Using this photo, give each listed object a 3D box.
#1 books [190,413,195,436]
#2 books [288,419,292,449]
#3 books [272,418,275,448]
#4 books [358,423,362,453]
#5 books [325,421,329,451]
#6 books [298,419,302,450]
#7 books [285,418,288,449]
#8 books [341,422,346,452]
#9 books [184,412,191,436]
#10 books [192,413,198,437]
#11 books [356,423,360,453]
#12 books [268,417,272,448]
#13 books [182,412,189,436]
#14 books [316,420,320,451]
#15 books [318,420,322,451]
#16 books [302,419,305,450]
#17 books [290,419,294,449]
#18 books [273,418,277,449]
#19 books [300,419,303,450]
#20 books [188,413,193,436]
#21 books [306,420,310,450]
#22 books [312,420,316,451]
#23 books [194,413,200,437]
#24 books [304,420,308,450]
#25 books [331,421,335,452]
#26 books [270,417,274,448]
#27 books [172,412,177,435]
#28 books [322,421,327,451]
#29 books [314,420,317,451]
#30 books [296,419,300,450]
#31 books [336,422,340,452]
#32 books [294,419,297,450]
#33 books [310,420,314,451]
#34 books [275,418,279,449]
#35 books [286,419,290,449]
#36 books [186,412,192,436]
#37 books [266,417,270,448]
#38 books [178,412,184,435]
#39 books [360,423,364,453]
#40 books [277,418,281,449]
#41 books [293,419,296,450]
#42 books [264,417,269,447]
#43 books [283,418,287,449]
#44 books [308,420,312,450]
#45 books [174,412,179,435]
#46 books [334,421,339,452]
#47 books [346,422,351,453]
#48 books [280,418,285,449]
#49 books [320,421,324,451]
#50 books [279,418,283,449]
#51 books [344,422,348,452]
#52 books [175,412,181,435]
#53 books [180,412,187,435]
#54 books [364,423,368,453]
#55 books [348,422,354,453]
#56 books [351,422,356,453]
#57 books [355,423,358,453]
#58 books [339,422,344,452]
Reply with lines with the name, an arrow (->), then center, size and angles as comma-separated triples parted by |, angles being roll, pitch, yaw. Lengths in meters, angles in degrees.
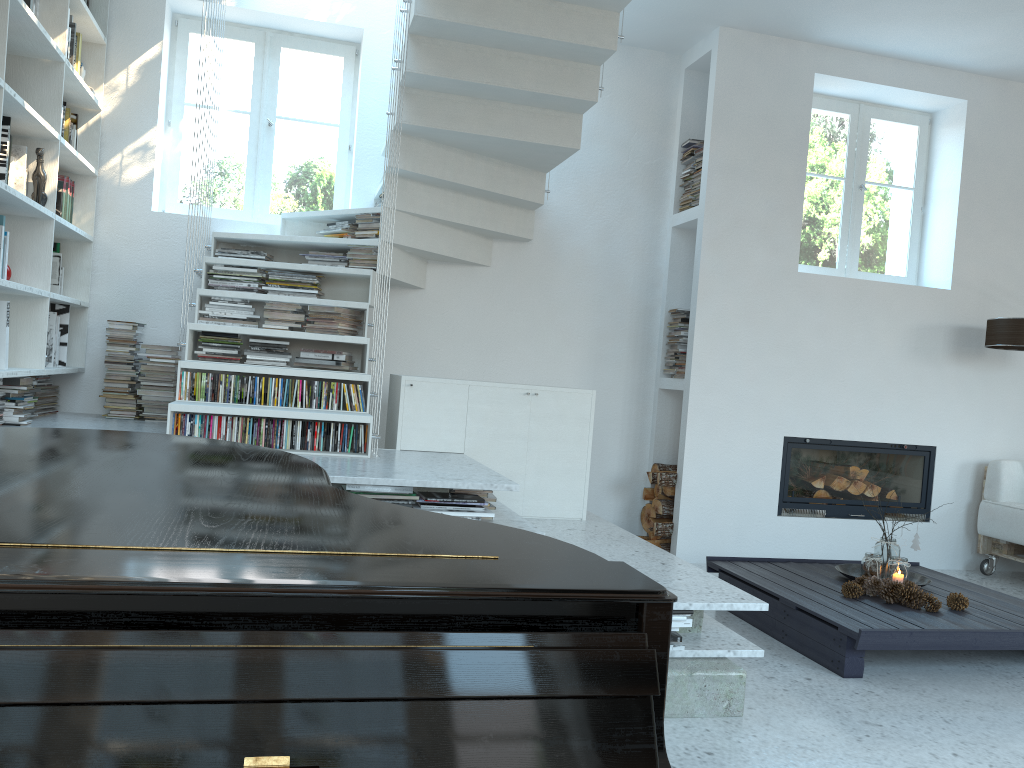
books -> -1.363, 0.188, 3.786 | 0.010, 0.125, 0.125 | 4, 1, -14
books -> -0.973, 0.218, 3.885 | 0.007, 0.125, 0.125 | 4, 1, -14
books -> -1.040, 0.213, 3.868 | 0.008, 0.125, 0.125 | 4, 1, -14
books -> -0.681, 0.240, 3.958 | 0.012, 0.125, 0.125 | 4, 1, -14
books -> -0.819, 0.230, 3.923 | 0.010, 0.125, 0.125 | 4, 1, -14
books -> -0.932, 0.221, 3.895 | 0.008, 0.125, 0.125 | 4, 1, -14
books -> -0.987, 0.217, 3.881 | 0.008, 0.125, 0.125 | 4, 1, -14
books -> -0.751, 0.235, 3.941 | 0.009, 0.125, 0.125 | 4, 1, -14
books -> -1.385, 0.187, 3.781 | 0.007, 0.125, 0.125 | 4, 1, -14
books -> -1.355, 0.189, 3.788 | 0.007, 0.125, 0.125 | 4, 1, -14
books -> -0.691, 0.239, 3.956 | 0.007, 0.125, 0.125 | 4, 1, -14
books -> -1.054, 0.212, 3.864 | 0.008, 0.125, 0.125 | 4, 1, -14
books -> -1.393, 0.186, 3.779 | 0.007, 0.125, 0.125 | 4, 1, -14
books -> -0.859, 0.227, 3.913 | 0.010, 0.125, 0.125 | 4, 1, -14
books -> -0.848, 0.227, 3.916 | 0.010, 0.125, 0.125 | 4, 1, -14
books -> -0.916, 0.222, 3.899 | 0.012, 0.125, 0.125 | 4, 1, -14
books -> -0.965, 0.219, 3.887 | 0.008, 0.125, 0.125 | 4, 1, -14
books -> -1.033, 0.213, 3.870 | 0.007, 0.125, 0.125 | 4, 1, -14
books -> -0.925, 0.222, 3.897 | 0.010, 0.125, 0.125 | 4, 1, -14
books -> -1.371, 0.188, 3.784 | 0.008, 0.125, 0.125 | 4, 1, -14
books -> -0.897, 0.224, 3.904 | 0.007, 0.125, 0.125 | 4, 1, -14
books -> -0.875, 0.225, 3.909 | 0.008, 0.125, 0.125 | 4, 1, -14
books -> -1.346, 0.190, 3.791 | 0.009, 0.125, 0.125 | 4, 1, -14
books -> -0.905, 0.223, 3.902 | 0.008, 0.125, 0.125 | 4, 1, -14
books -> -0.793, 0.232, 3.930 | 0.010, 0.125, 0.125 | 4, 1, -14
books -> -1.047, 0.212, 3.866 | 0.008, 0.125, 0.125 | 4, 1, -14
books -> -1.433, 0.183, 3.769 | 0.007, 0.125, 0.125 | 4, 1, -14
books -> -0.830, 0.229, 3.921 | 0.012, 0.125, 0.125 | 4, 1, -14
books -> -0.868, 0.226, 3.911 | 0.008, 0.125, 0.125 | 4, 1, -14
books -> -0.940, 0.221, 3.893 | 0.008, 0.125, 0.125 | 4, 1, -14
books -> -0.771, 0.233, 3.935 | 0.010, 0.125, 0.125 | 4, 1, -14
books -> -0.949, 0.220, 3.891 | 0.011, 0.125, 0.125 | 4, 1, -14
books -> -0.883, 0.225, 3.907 | 0.007, 0.125, 0.125 | 4, 1, -14
books -> -1.025, 0.214, 3.871 | 0.008, 0.125, 0.125 | 4, 1, -14
books -> -0.980, 0.218, 3.883 | 0.008, 0.125, 0.125 | 4, 1, -14
books -> -1.378, 0.187, 3.783 | 0.008, 0.125, 0.125 | 4, 1, -14
books -> -1.061, 0.211, 3.862 | 0.008, 0.125, 0.125 | 4, 1, -14
books -> -1.410, 0.185, 3.775 | 0.010, 0.125, 0.125 | 4, 1, -14
books -> -0.671, 0.241, 3.961 | 0.018, 0.125, 0.125 | 4, 1, -14
books -> -1.017, 0.215, 3.874 | 0.008, 0.125, 0.125 | 4, 1, -14
books -> -0.956, 0.219, 3.889 | 0.011, 0.125, 0.125 | 4, 1, -14
books -> -1.069, 0.211, 3.860 | 0.008, 0.125, 0.125 | 4, 1, -14
books -> -0.994, 0.216, 3.879 | 0.008, 0.125, 0.125 | 4, 1, -14
books -> -0.890, 0.224, 3.905 | 0.007, 0.125, 0.125 | 4, 1, -14
books -> -1.425, 0.184, 3.771 | 0.008, 0.125, 0.125 | 4, 1, -14
books -> -0.782, 0.233, 3.933 | 0.014, 0.125, 0.125 | 4, 1, -14
books -> -0.731, 0.236, 3.946 | 0.009, 0.125, 0.125 | 4, 1, -14
books -> -1.003, 0.216, 3.877 | 0.010, 0.125, 0.125 | 4, 1, -14
books -> -0.841, 0.228, 3.918 | 0.008, 0.125, 0.125 | 4, 1, -14
books -> -1.010, 0.215, 3.875 | 0.010, 0.125, 0.125 | 4, 1, -14
books -> -0.741, 0.236, 3.943 | 0.011, 0.125, 0.125 | 4, 1, -14
books -> -1.419, 0.184, 3.772 | 0.008, 0.125, 0.125 | 4, 1, -14
books -> -1.401, 0.186, 3.777 | 0.009, 0.125, 0.125 | 4, 1, -14
books -> -0.658, 0.242, 3.964 | 0.009, 0.125, 0.125 | 4, 1, -14
books -> -0.721, 0.237, 3.948 | 0.016, 0.125, 0.125 | 4, 1, -14
books -> -0.707, 0.238, 3.952 | 0.013, 0.125, 0.125 | 4, 1, -14
books -> -0.698, 0.239, 3.954 | 0.009, 0.125, 0.125 | 4, 1, -14
books -> -0.760, 0.234, 3.938 | 0.013, 0.125, 0.125 | 4, 1, -14
